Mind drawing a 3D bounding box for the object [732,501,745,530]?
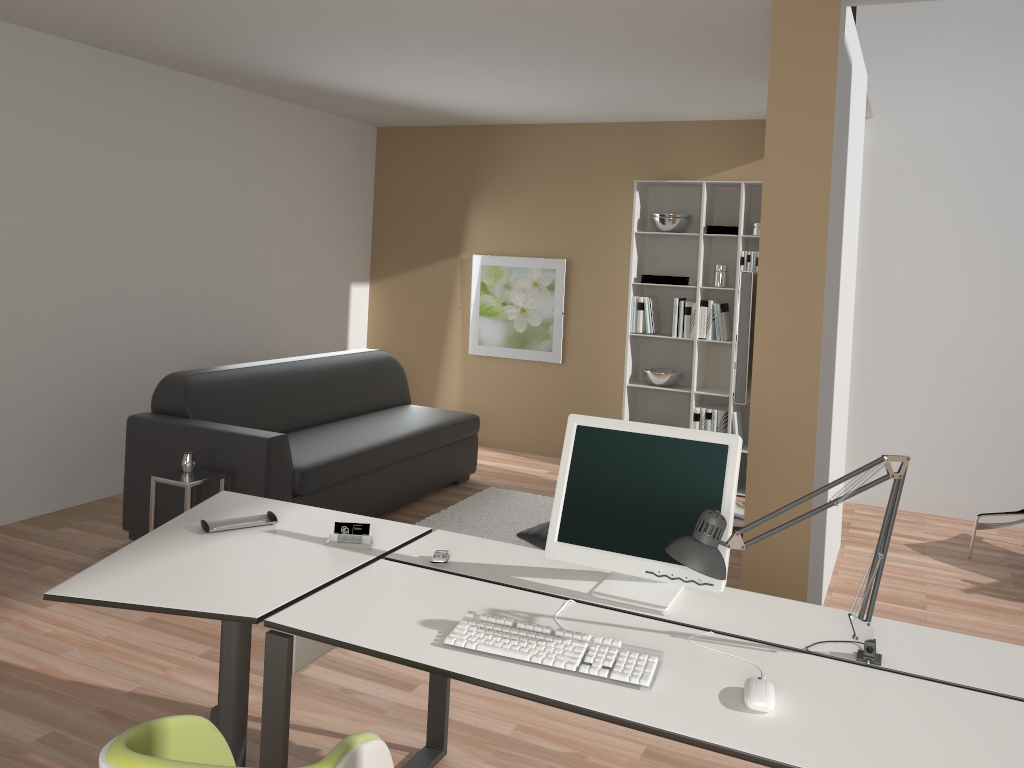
[{"bbox_3d":[1.352,0.815,5.370,0.585,0.063,0.590,3,8,0],"label":"object"}]

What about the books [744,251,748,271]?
[{"bbox_3d":[1.631,-0.787,6.099,0.020,0.257,0.208,3,4,24],"label":"books"}]

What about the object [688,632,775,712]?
[{"bbox_3d":[0.464,0.611,1.871,0.140,0.079,0.374,3,8,3],"label":"object"}]

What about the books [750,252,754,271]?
[{"bbox_3d":[1.669,-0.783,6.080,0.020,0.257,0.208,3,4,25],"label":"books"}]

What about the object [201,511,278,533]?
[{"bbox_3d":[-0.822,0.415,2.654,0.216,0.030,0.090,-3,9,-35],"label":"object"}]

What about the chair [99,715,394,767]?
[{"bbox_3d":[-0.429,0.904,1.504,0.621,0.806,0.602,3,4,0],"label":"chair"}]

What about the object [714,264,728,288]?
[{"bbox_3d":[1.462,-0.755,6.158,0.094,0.161,0.093,5,4,39],"label":"object"}]

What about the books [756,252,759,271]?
[{"bbox_3d":[1.706,-0.778,6.057,0.020,0.257,0.208,3,4,24],"label":"books"}]

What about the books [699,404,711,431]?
[{"bbox_3d":[1.364,0.287,6.216,0.040,0.257,0.208,3,4,24],"label":"books"}]

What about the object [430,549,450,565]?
[{"bbox_3d":[-0.198,0.478,2.428,0.047,0.021,0.085,3,8,4],"label":"object"}]

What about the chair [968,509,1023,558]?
[{"bbox_3d":[3.171,0.656,4.446,0.692,0.820,1.446,1,7,-30],"label":"chair"}]

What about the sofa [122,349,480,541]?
[{"bbox_3d":[-1.077,0.311,5.300,0.955,0.830,2.270,5,8,24],"label":"sofa"}]

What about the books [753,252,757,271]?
[{"bbox_3d":[1.689,-0.781,6.071,0.020,0.257,0.208,3,4,24],"label":"books"}]

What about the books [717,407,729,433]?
[{"bbox_3d":[1.477,0.301,6.162,0.040,0.257,0.208,3,4,25],"label":"books"}]

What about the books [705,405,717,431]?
[{"bbox_3d":[1.401,0.292,6.196,0.040,0.257,0.208,3,4,25],"label":"books"}]

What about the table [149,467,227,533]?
[{"bbox_3d":[-1.504,0.654,4.079,0.228,0.468,0.239,4,3,24],"label":"table"}]

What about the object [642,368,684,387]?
[{"bbox_3d":[1.092,-0.043,6.383,0.298,0.106,0.302,2,7,-10],"label":"object"}]

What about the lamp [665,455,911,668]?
[{"bbox_3d":[0.598,0.410,1.951,0.539,0.527,0.140,2,2,-10],"label":"lamp"}]

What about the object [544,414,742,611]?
[{"bbox_3d":[0.339,0.324,2.284,0.468,0.430,0.198,5,3,25],"label":"object"}]

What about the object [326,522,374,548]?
[{"bbox_3d":[-0.468,0.436,2.546,0.130,0.055,0.049,3,4,0],"label":"object"}]

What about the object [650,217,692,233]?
[{"bbox_3d":[1.148,-1.141,6.363,0.298,0.106,0.302,2,7,-10],"label":"object"}]

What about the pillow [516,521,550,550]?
[{"bbox_3d":[0.427,0.813,4.485,0.582,0.208,0.614,-3,10,-40],"label":"pillow"}]

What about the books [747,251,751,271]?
[{"bbox_3d":[1.650,-0.785,6.087,0.020,0.257,0.208,3,4,24],"label":"books"}]

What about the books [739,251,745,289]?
[{"bbox_3d":[1.609,-0.789,6.101,0.020,0.257,0.208,3,4,24],"label":"books"}]

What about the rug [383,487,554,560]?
[{"bbox_3d":[0.068,0.876,4.608,1.454,0.045,2.035,7,9,24],"label":"rug"}]

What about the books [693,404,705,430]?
[{"bbox_3d":[1.323,0.284,6.227,0.040,0.257,0.208,3,4,25],"label":"books"}]

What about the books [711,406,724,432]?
[{"bbox_3d":[1.438,0.296,6.180,0.040,0.257,0.208,3,4,25],"label":"books"}]

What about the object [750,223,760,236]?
[{"bbox_3d":[1.742,-1.061,6.071,0.192,0.089,0.193,0,7,-23],"label":"object"}]

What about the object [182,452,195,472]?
[{"bbox_3d":[-1.518,0.368,4.128,0.057,0.086,0.058,3,3,-5],"label":"object"}]

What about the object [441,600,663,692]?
[{"bbox_3d":[0.126,0.575,2.011,0.457,0.079,0.390,6,8,19],"label":"object"}]

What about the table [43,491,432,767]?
[{"bbox_3d":[-0.813,0.803,2.463,0.813,0.685,0.931,5,6,22],"label":"table"}]

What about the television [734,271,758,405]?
[{"bbox_3d":[1.243,-0.263,4.329,0.054,0.575,1.180,3,6,24],"label":"television"}]

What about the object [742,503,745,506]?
[{"bbox_3d":[1.415,0.801,5.372,0.344,0.096,0.501,6,9,24],"label":"object"}]

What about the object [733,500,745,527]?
[{"bbox_3d":[1.364,0.786,5.380,0.343,0.096,0.503,-2,9,-35],"label":"object"}]

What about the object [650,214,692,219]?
[{"bbox_3d":[1.150,-1.168,6.363,0.298,0.106,0.302,2,7,-10],"label":"object"}]

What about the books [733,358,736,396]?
[{"bbox_3d":[1.574,-0.056,6.120,0.040,0.257,0.208,3,4,25],"label":"books"}]

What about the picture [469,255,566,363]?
[{"bbox_3d":[0.031,-0.609,7.034,0.819,0.813,0.019,5,2,25],"label":"picture"}]
